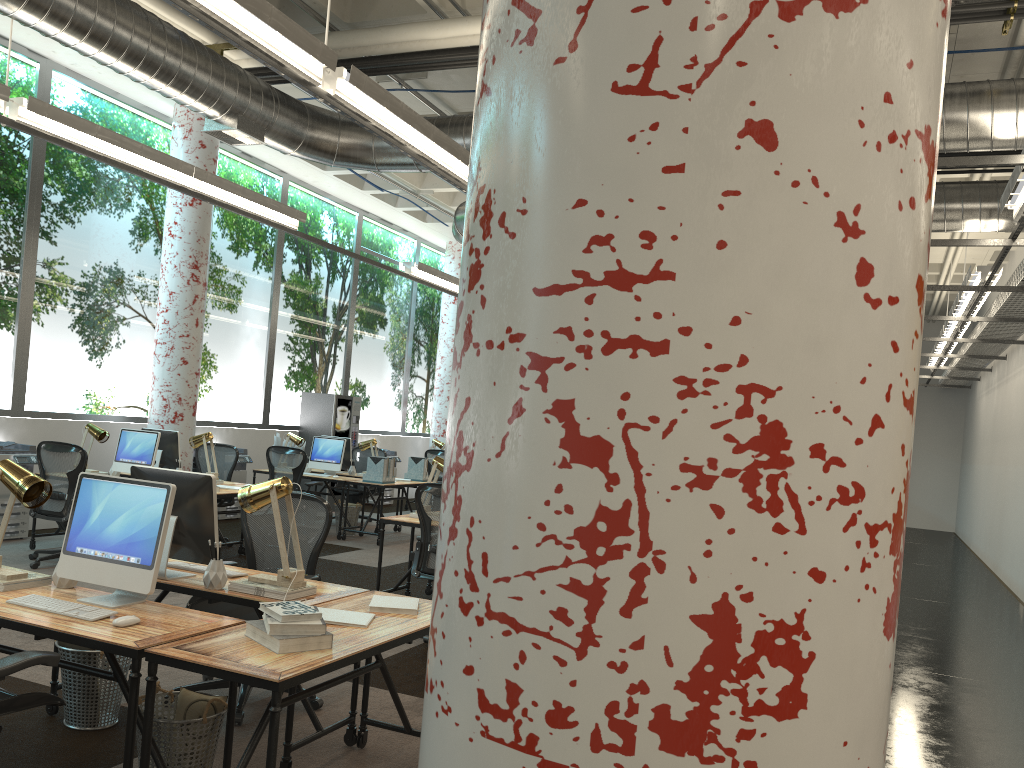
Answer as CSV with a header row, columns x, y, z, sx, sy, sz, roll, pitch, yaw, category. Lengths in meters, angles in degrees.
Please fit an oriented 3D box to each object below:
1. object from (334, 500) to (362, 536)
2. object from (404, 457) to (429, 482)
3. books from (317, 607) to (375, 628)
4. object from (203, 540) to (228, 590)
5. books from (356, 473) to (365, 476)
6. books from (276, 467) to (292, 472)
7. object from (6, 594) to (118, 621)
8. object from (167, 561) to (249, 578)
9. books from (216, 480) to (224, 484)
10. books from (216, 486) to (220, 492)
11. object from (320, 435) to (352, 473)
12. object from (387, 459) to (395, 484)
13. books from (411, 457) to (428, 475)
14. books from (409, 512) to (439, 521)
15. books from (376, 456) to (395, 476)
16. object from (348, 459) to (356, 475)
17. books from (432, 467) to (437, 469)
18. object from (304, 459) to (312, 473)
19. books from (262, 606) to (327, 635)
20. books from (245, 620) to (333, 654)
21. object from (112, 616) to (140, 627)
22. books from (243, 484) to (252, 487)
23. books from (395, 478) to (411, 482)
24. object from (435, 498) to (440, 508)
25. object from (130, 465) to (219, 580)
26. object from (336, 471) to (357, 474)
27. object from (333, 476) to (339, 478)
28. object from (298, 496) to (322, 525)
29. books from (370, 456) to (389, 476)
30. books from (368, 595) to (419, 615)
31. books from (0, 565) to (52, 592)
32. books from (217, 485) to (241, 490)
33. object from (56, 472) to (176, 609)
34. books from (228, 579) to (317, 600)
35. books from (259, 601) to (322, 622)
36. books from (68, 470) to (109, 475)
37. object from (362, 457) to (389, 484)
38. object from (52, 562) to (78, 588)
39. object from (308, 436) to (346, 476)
x,y,z,sx,sy,sz,roll,pitch,yaw,category
-2.092,1.693,11.202,0.358,0.435,0.354,5,-1,19,object
-1.253,1.126,11.669,0.280,0.302,0.150,4,-1,23,object
-0.672,0.913,3.468,0.243,0.019,0.205,5,-3,0,books
-1.283,0.784,3.843,0.101,0.209,0.101,5,0,-22,object
-1.867,1.207,11.718,0.308,0.038,0.226,4,-3,23,books
-2.897,1.106,11.449,0.308,0.038,0.226,4,-3,23,books
-1.652,0.818,3.246,0.438,0.017,0.119,4,-3,23,object
-1.469,0.882,4.225,0.438,0.017,0.119,4,-3,23,object
-3.072,0.962,8.837,0.308,0.038,0.226,4,-3,23,books
-2.804,0.941,8.035,0.201,0.050,0.271,7,-3,-40,books
-2.381,0.949,11.877,0.483,0.485,0.190,4,0,23,object
-1.586,1.059,10.873,0.280,0.302,0.150,4,-1,23,object
-1.236,1.123,11.704,0.233,0.310,0.068,4,0,23,books
-0.636,1.062,7.107,0.308,0.038,0.226,4,-3,23,books
-1.569,1.056,10.908,0.233,0.310,0.068,4,0,23,books
-2.106,1.102,11.691,0.101,0.209,0.101,5,0,-22,object
-1.359,1.419,15.125,0.308,0.038,0.226,4,-3,23,books
-2.644,1.045,11.475,0.101,0.209,0.101,5,0,-22,object
-0.763,0.823,3.093,0.193,0.044,0.257,6,-3,-20,books
-0.776,0.868,3.067,0.201,0.050,0.271,7,-3,-40,books
-1.352,0.830,3.112,0.059,0.029,0.106,4,-3,24,object
-2.528,1.013,8.737,0.200,0.024,0.235,5,-3,-4,books
-1.407,1.240,11.415,0.200,0.024,0.235,5,-3,-4,books
-1.223,1.986,15.645,0.358,0.435,0.354,5,-1,19,object
-1.559,0.631,4.029,0.483,0.485,0.190,4,0,23,object
-2.292,1.200,12.073,0.438,0.017,0.119,4,-3,23,object
-2.175,1.148,10.961,0.059,0.029,0.106,4,-3,24,object
-2.764,1.673,11.970,0.354,0.435,0.368,5,-1,-32,object
-1.626,1.044,10.772,0.233,0.310,0.068,4,0,23,books
-0.500,0.940,3.770,0.200,0.024,0.235,5,-3,-4,books
-2.074,0.789,3.601,0.308,0.038,0.226,4,-3,23,books
-2.700,0.986,8.435,0.243,0.019,0.205,5,-3,0,books
-1.522,0.605,3.440,0.483,0.485,0.190,4,0,23,object
-1.044,0.890,3.870,0.308,0.038,0.226,4,-3,23,books
-0.773,0.791,3.084,0.153,0.030,0.184,7,-4,-39,books
-4.102,0.862,8.568,0.308,0.038,0.226,4,-3,23,books
-1.643,1.047,10.737,0.280,0.302,0.150,4,-1,23,object
-1.821,0.727,3.627,0.101,0.209,0.101,5,0,-22,object
-2.647,1.266,11.406,1.076,1.209,0.191,4,0,23,object
